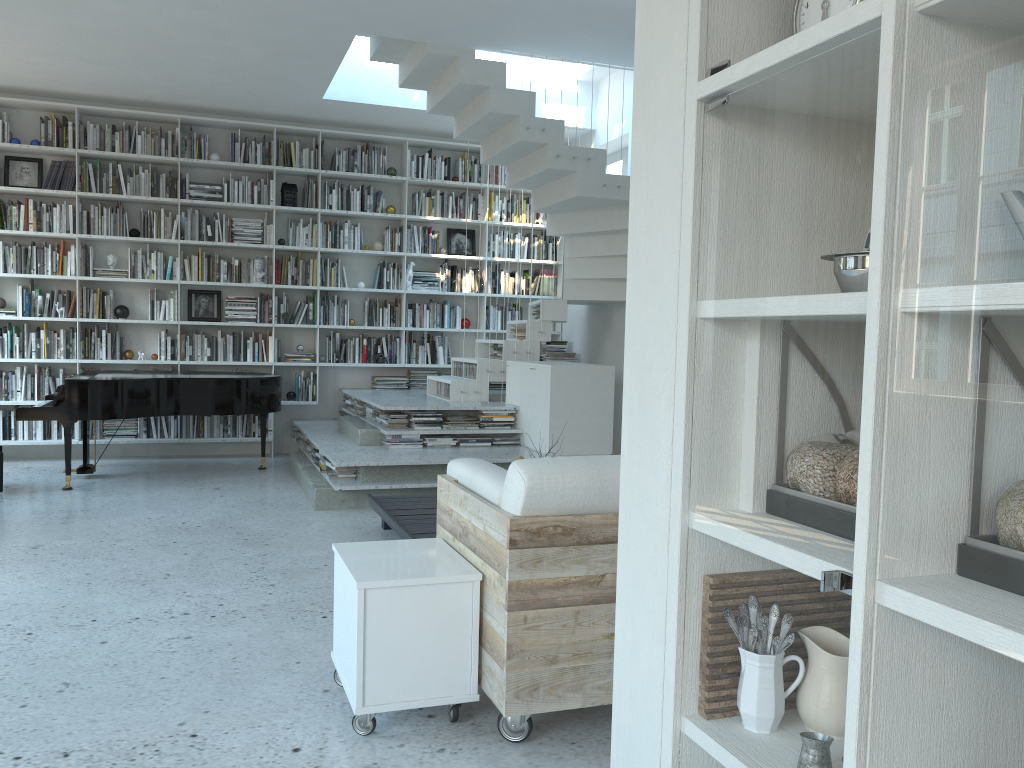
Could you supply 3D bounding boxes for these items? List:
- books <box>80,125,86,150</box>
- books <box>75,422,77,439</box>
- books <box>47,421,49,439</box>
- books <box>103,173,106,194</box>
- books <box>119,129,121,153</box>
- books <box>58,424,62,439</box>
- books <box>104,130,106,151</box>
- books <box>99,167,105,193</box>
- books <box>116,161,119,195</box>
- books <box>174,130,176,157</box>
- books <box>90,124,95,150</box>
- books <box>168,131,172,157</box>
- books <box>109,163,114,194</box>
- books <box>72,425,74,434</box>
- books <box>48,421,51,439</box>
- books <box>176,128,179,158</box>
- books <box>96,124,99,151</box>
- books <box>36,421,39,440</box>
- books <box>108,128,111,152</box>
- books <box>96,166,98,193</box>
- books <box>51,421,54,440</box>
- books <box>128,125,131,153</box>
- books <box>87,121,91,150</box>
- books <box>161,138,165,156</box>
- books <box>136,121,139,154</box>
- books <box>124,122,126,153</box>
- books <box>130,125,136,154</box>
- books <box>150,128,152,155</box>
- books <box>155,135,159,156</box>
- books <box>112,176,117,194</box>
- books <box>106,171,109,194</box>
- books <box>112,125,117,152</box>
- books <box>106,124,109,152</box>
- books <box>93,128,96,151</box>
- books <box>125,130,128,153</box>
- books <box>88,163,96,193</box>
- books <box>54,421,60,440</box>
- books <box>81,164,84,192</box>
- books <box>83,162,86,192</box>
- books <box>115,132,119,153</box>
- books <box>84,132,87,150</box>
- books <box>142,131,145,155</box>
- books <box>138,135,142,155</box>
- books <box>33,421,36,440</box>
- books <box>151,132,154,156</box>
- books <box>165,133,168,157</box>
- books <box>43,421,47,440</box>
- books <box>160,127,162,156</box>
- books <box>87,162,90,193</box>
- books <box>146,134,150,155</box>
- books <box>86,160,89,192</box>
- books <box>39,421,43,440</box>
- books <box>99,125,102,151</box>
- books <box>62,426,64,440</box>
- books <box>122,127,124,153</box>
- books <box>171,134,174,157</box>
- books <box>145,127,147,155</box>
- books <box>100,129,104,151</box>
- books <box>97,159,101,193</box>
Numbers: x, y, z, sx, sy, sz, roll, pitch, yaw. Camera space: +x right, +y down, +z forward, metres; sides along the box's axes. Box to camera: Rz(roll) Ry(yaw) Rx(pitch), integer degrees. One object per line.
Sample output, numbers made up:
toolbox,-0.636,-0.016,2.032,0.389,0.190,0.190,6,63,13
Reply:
books,-3.827,-2.177,7.915,0.029,0.237,0.156,0,4,-19
books,-3.960,0.357,8.078,0.027,0.276,0.143,0,4,-19
books,-4.178,0.339,8.000,0.013,0.310,0.130,0,4,-19
books,-3.673,-1.792,8.008,0.024,0.201,0.153,0,4,-19
books,-3.542,-2.174,8.023,0.013,0.235,0.154,0,4,-19
books,-4.087,0.362,8.042,0.040,0.264,0.137,0,4,-19
books,-3.652,-2.161,7.979,0.014,0.207,0.166,0,4,-19
books,-3.694,-1.811,7.985,0.031,0.242,0.181,0,4,-19
books,-3.577,-1.848,8.049,0.013,0.315,0.135,0,4,-19
books,-3.101,-2.187,8.172,0.014,0.267,0.171,0,4,-19
books,-3.758,-2.185,7.945,0.031,0.255,0.145,0,4,-19
books,-3.150,-2.185,8.169,0.029,0.261,0.151,0,4,-19
books,-3.620,-1.837,8.016,0.023,0.293,0.155,0,4,-19
books,-4.003,0.367,8.062,0.065,0.256,0.155,0,4,-19
books,-4.162,0.387,8.009,0.024,0.214,0.137,0,4,-19
books,-3.080,-2.197,8.174,0.026,0.289,0.176,0,4,-19
books,-3.710,-2.183,7.961,0.023,0.251,0.170,0,4,-19
books,-4.242,0.391,7.957,0.028,0.206,0.171,0,4,-19
books,-3.633,-2.176,8.014,0.025,0.235,0.129,0,4,-19
books,-3.726,-1.821,7.981,0.011,0.260,0.157,0,4,-19
books,-4.136,0.382,8.005,0.022,0.225,0.140,0,4,-19
books,-3.467,-2.194,8.040,0.013,0.276,0.164,0,4,-19
books,-3.789,-2.199,7.953,0.021,0.279,0.140,0,4,-19
books,-3.198,-2.146,8.135,0.031,0.185,0.176,0,4,-19
books,-3.408,-2.213,8.071,0.014,0.315,0.166,0,4,-19
books,-3.505,-2.205,8.029,0.010,0.299,0.150,0,4,-19
books,-3.435,-2.192,8.049,0.052,0.273,0.172,0,4,-19
books,-3.296,-2.187,8.094,0.014,0.266,0.192,0,4,-19
books,-3.242,-2.153,8.107,0.026,0.200,0.187,0,4,-19
books,-3.598,-1.781,8.039,0.034,0.180,0.160,0,4,-19
books,-3.646,-1.800,8.010,0.029,0.219,0.157,0,4,-19
books,-3.593,-2.192,8.017,0.028,0.268,0.151,0,4,-19
books,-3.641,-2.189,7.983,0.010,0.264,0.160,0,4,-19
books,-3.731,-2.168,7.951,0.023,0.220,0.181,0,4,-19
books,-3.491,-2.174,8.049,0.029,0.236,0.130,0,4,-19
books,-3.765,-1.829,7.975,0.067,0.275,0.167,0,4,-19
books,-4.111,0.367,8.009,0.027,0.256,0.179,0,4,-19
books,-3.836,-1.819,7.930,0.023,0.256,0.174,0,4,-19
books,-3.824,-1.833,7.948,0.013,0.284,0.158,0,4,-19
books,-3.564,-2.158,8.020,0.030,0.201,0.152,0,4,-19
books,-3.808,-2.150,7.940,0.024,0.183,0.133,0,4,-19
books,-3.361,-2.173,8.091,0.026,0.236,0.134,0,4,-19
books,-3.386,-2.150,8.075,0.031,0.190,0.181,0,4,-19
books,-4.266,0.385,7.949,0.021,0.218,0.190,0,4,-19
books,-3.282,-2.169,8.108,0.021,0.229,0.160,0,4,-19
books,-3.174,-2.173,8.152,0.026,0.237,0.149,0,4,-19
books,-4.186,0.373,7.968,0.023,0.244,0.188,0,4,-19
books,-3.219,-2.197,8.130,0.013,0.286,0.159,0,4,-19
books,-3.799,-1.835,7.955,0.010,0.287,0.148,0,4,-19
books,-3.326,-2.163,8.114,0.029,0.213,0.141,0,4,-19
books,-3.818,-1.847,7.972,0.014,0.309,0.129,0,4,-19
books,-4.212,0.401,7.961,0.031,0.188,0.190,0,4,-19
books,-3.691,-2.182,7.963,0.012,0.250,0.174,0,4,-19
books,-4.048,0.348,8.023,0.021,0.296,0.187,0,4,-19
books,-3.516,-2.182,8.024,0.013,0.252,0.183,0,4,-19
books,-3.117,-2.166,8.159,0.026,0.225,0.172,0,4,-19
books,-3.343,-2.190,8.097,0.014,0.269,0.156,0,4,-19
books,-3.669,-2.160,7.959,0.029,0.208,0.178,0,4,-19
books,-3.712,-1.848,7.974,0.012,0.315,0.171,0,4,-19
